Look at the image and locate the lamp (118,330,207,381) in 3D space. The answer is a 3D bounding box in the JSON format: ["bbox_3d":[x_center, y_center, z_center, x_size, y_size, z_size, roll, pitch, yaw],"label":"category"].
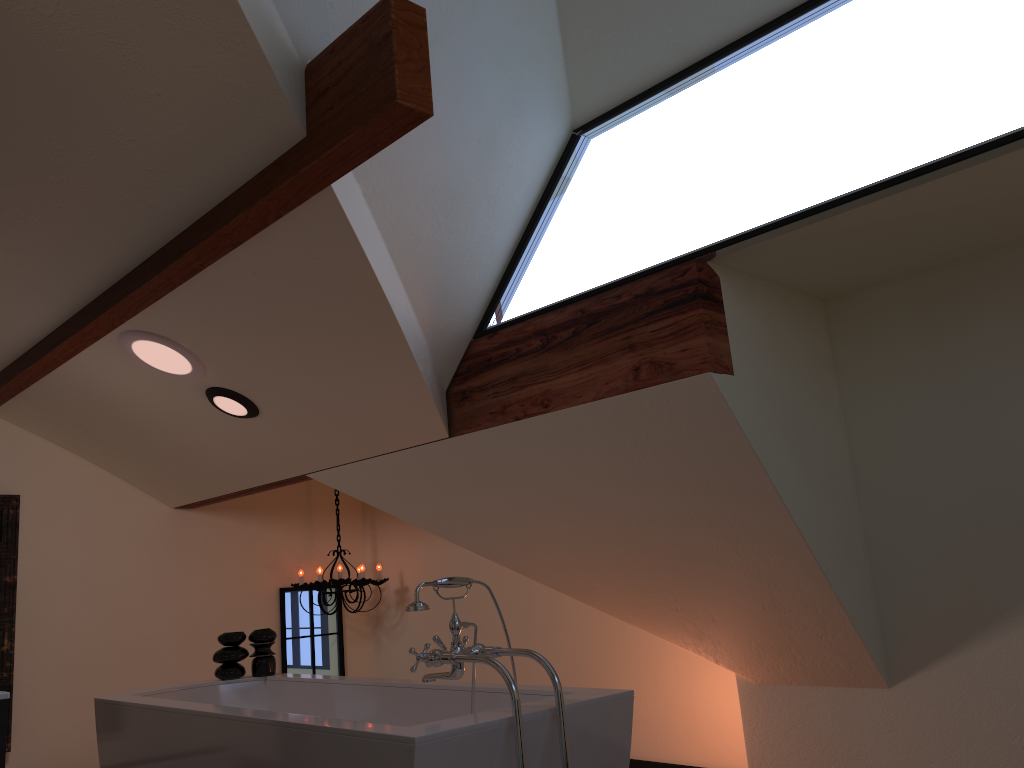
[{"bbox_3d":[-1.403,-0.124,3.560,0.371,0.170,0.330,-16,-18,40],"label":"lamp"}]

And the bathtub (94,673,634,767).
[{"bbox_3d":[-0.664,1.534,3.018,0.801,0.688,2.229,8,-18,-43],"label":"bathtub"}]

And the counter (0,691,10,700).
[{"bbox_3d":[-1.698,1.000,2.234,0.443,0.294,1.866,8,-18,-43],"label":"counter"}]

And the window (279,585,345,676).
[{"bbox_3d":[-1.287,1.802,5.704,0.450,0.696,0.046,7,-17,-43],"label":"window"}]

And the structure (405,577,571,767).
[{"bbox_3d":[-0.044,1.135,2.369,0.384,1.111,0.558,2,-14,-29],"label":"structure"}]

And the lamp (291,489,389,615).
[{"bbox_3d":[-1.103,1.039,5.605,0.541,1.116,0.620,3,-15,-33],"label":"lamp"}]

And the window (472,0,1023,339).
[{"bbox_3d":[0.309,-1.027,1.557,2.113,0.671,3.538,8,-19,-43],"label":"window"}]

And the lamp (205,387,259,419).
[{"bbox_3d":[-1.192,0.091,3.778,0.247,0.129,0.214,-16,-17,40],"label":"lamp"}]

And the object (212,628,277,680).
[{"bbox_3d":[-1.183,1.330,3.930,0.276,0.227,0.157,-1,-13,-14],"label":"object"}]

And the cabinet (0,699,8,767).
[{"bbox_3d":[-1.693,1.313,2.149,0.387,0.915,1.867,7,-17,-43],"label":"cabinet"}]
